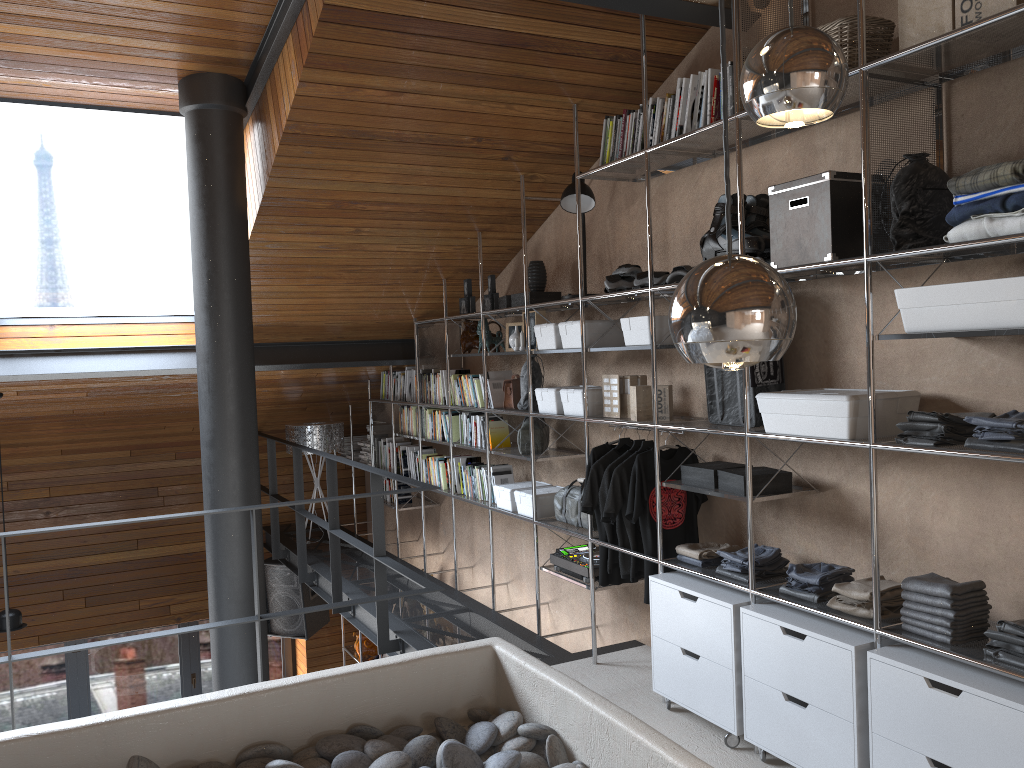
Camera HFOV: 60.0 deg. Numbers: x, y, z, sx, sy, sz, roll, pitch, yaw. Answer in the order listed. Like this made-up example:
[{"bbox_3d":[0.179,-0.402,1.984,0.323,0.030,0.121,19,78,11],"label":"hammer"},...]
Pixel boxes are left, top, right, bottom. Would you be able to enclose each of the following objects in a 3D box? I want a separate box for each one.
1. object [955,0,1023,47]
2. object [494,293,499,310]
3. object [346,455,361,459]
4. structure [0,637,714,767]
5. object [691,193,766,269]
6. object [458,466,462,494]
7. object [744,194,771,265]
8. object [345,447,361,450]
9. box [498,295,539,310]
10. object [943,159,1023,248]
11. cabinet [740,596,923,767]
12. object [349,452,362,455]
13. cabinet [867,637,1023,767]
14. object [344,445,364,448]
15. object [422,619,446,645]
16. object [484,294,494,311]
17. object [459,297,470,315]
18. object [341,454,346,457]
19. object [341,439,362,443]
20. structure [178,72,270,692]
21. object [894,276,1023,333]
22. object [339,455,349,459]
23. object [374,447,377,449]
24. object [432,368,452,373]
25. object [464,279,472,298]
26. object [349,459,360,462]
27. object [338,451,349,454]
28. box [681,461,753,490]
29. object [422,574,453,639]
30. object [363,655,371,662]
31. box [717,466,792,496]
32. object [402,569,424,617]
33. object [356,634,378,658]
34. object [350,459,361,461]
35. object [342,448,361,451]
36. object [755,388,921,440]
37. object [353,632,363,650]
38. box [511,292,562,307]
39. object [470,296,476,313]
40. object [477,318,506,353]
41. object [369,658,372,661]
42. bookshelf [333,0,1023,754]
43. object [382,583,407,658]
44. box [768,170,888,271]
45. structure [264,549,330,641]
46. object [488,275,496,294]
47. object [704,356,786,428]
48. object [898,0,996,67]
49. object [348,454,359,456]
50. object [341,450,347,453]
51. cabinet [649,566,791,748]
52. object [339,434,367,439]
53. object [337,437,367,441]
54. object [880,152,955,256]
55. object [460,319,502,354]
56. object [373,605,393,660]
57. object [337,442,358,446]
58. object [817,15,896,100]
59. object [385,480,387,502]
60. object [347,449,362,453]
[{"bbox_3d":[1.375,-1.169,2.467,0.192,0.382,0.181,-3,2,-27],"label":"object"},{"bbox_3d":[-0.094,-0.496,5.418,0.029,0.117,0.086,-2,2,-2],"label":"object"},{"bbox_3d":[-1.344,0.651,8.012,0.262,0.025,0.176,-3,2,-27],"label":"object"},{"bbox_3d":[-1.484,0.985,0.782,4.614,1.120,2.634,-3,2,-27],"label":"structure"},{"bbox_3d":[0.873,-0.582,3.497,0.174,0.342,0.416,-3,2,-22],"label":"object"},{"bbox_3d":[-0.282,0.625,5.838,0.131,0.180,0.042,-3,2,-27],"label":"object"},{"bbox_3d":[0.991,-0.595,3.577,0.174,0.342,0.416,-3,2,-21],"label":"object"},{"bbox_3d":[-1.472,0.587,8.226,0.246,0.016,0.182,-3,2,-27],"label":"object"},{"bbox_3d":[0.044,-0.473,5.169,0.208,0.079,0.207,-3,2,-13],"label":"box"},{"bbox_3d":[1.409,-0.512,2.477,0.250,0.229,0.306,-3,2,-24],"label":"object"},{"bbox_3d":[1.151,1.084,3.099,0.435,0.561,0.527,-3,2,-26],"label":"cabinet"},{"bbox_3d":[-1.334,0.619,8.000,0.228,0.016,0.182,-3,2,-27],"label":"object"},{"bbox_3d":[1.408,1.091,2.588,0.435,0.561,0.527,-3,2,-26],"label":"cabinet"},{"bbox_3d":[-1.473,0.571,8.226,0.246,0.016,0.182,-3,2,-27],"label":"object"},{"bbox_3d":[-0.569,1.791,6.456,0.208,0.280,0.131,-4,3,-45],"label":"object"},{"bbox_3d":[-0.139,-0.497,5.504,0.029,0.117,0.086,-3,2,-36],"label":"object"},{"bbox_3d":[-0.300,-0.495,5.701,0.029,0.117,0.086,-4,2,-41],"label":"object"},{"bbox_3d":[-1.461,0.655,8.250,0.216,0.013,0.161,-3,2,-27],"label":"object"},{"bbox_3d":[-1.475,0.524,8.242,0.233,0.021,0.174,-3,2,-27],"label":"object"},{"bbox_3d":[-1.288,1.308,4.329,1.197,5.700,1.689,-3,2,-27],"label":"structure"},{"bbox_3d":[1.377,-0.223,2.550,0.289,0.135,0.437,-3,2,-27],"label":"object"},{"bbox_3d":[-1.473,0.674,8.244,0.234,0.025,0.176,-3,2,-27],"label":"object"},{"bbox_3d":[-1.065,0.524,7.460,0.217,0.013,0.161,-3,2,-27],"label":"object"},{"bbox_3d":[-0.486,0.012,6.225,0.146,0.240,0.023,-3,2,-27],"label":"object"},{"bbox_3d":[-0.281,-0.610,5.654,0.029,0.114,0.084,-3,2,-20],"label":"object"},{"bbox_3d":[-1.357,0.684,8.013,0.201,0.012,0.161,-3,2,-27],"label":"object"},{"bbox_3d":[-1.476,0.630,8.242,0.243,0.012,0.159,-3,2,-27],"label":"object"},{"bbox_3d":[0.846,0.375,3.668,0.208,0.079,0.207,-3,2,-28],"label":"box"},{"bbox_3d":[-0.567,1.688,6.747,0.215,0.458,0.328,-3,2,-22],"label":"object"},{"bbox_3d":[-1.362,2.602,8.262,0.116,0.229,0.233,-2,2,13],"label":"object"},{"bbox_3d":[0.944,0.378,3.455,0.208,0.079,0.207,-3,2,-15],"label":"box"},{"bbox_3d":[-0.804,1.691,7.131,0.207,0.442,0.328,-3,2,-34],"label":"object"},{"bbox_3d":[-1.274,2.366,8.046,0.278,0.222,0.138,-3,2,-16],"label":"object"},{"bbox_3d":[-1.345,0.670,8.023,0.226,0.012,0.159,-3,2,-27],"label":"object"},{"bbox_3d":[-1.466,0.603,8.244,0.224,0.017,0.167,-3,2,-27],"label":"object"},{"bbox_3d":[1.120,0.098,3.068,0.343,0.147,0.445,-3,2,-27],"label":"object"},{"bbox_3d":[-1.390,2.363,8.268,0.233,0.209,0.107,-4,2,-40],"label":"object"},{"bbox_3d":[0.136,-0.470,4.971,0.208,0.079,0.207,-3,2,-30],"label":"box"},{"bbox_3d":[-0.248,-0.494,5.618,0.029,0.117,0.086,-2,2,-7],"label":"object"},{"bbox_3d":[-0.127,-0.299,5.440,0.197,0.220,0.102,-4,2,-42],"label":"object"},{"bbox_3d":[-1.267,2.608,8.084,0.060,0.223,0.267,-2,2,19],"label":"object"},{"bbox_3d":[0.941,0.985,3.613,0.421,6.219,10.738,-3,2,-27],"label":"bookshelf"},{"bbox_3d":[-1.002,2.057,7.565,0.305,0.840,0.237,-3,2,-25],"label":"object"},{"bbox_3d":[1.087,-0.553,3.059,0.266,0.295,0.289,-3,2,-27],"label":"box"},{"bbox_3d":[-1.949,1.899,8.050,0.461,0.735,0.488,-1,2,23],"label":"structure"},{"bbox_3d":[-0.124,-0.612,5.456,0.029,0.114,0.084,-3,2,-15],"label":"object"},{"bbox_3d":[0.920,-0.114,3.545,0.188,0.559,0.337,-3,2,-22],"label":"object"},{"bbox_3d":[1.289,-1.171,2.636,0.192,0.382,0.181,-3,2,-27],"label":"object"},{"bbox_3d":[-1.356,0.633,8.006,0.201,0.013,0.161,-3,2,-27],"label":"object"},{"bbox_3d":[-1.466,0.617,8.254,0.216,0.012,0.161,-3,2,-27],"label":"object"},{"bbox_3d":[0.896,1.078,3.595,0.435,0.561,0.527,-3,2,-26],"label":"cabinet"},{"bbox_3d":[-1.489,0.490,8.248,0.246,0.016,0.182,-3,2,-27],"label":"object"},{"bbox_3d":[-1.483,0.506,8.239,0.246,0.016,0.182,-3,2,-27],"label":"object"},{"bbox_3d":[1.270,-0.559,2.747,0.212,0.319,0.157,-2,2,0],"label":"object"},{"bbox_3d":[-0.195,-0.305,5.632,0.278,0.222,0.138,-2,2,19],"label":"object"},{"bbox_3d":[-1.143,2.033,7.794,0.244,0.879,0.244,-2,2,2],"label":"object"},{"bbox_3d":[-1.477,0.548,8.224,0.252,0.028,0.180,-3,2,-27],"label":"object"},{"bbox_3d":[1.084,-1.081,3.020,0.262,0.198,0.417,-3,2,-26],"label":"object"},{"bbox_3d":[-0.975,0.862,7.196,0.111,0.175,0.011,-3,2,-27],"label":"object"},{"bbox_3d":[-1.367,0.605,8.010,0.203,0.013,0.161,-3,2,-27],"label":"object"}]
